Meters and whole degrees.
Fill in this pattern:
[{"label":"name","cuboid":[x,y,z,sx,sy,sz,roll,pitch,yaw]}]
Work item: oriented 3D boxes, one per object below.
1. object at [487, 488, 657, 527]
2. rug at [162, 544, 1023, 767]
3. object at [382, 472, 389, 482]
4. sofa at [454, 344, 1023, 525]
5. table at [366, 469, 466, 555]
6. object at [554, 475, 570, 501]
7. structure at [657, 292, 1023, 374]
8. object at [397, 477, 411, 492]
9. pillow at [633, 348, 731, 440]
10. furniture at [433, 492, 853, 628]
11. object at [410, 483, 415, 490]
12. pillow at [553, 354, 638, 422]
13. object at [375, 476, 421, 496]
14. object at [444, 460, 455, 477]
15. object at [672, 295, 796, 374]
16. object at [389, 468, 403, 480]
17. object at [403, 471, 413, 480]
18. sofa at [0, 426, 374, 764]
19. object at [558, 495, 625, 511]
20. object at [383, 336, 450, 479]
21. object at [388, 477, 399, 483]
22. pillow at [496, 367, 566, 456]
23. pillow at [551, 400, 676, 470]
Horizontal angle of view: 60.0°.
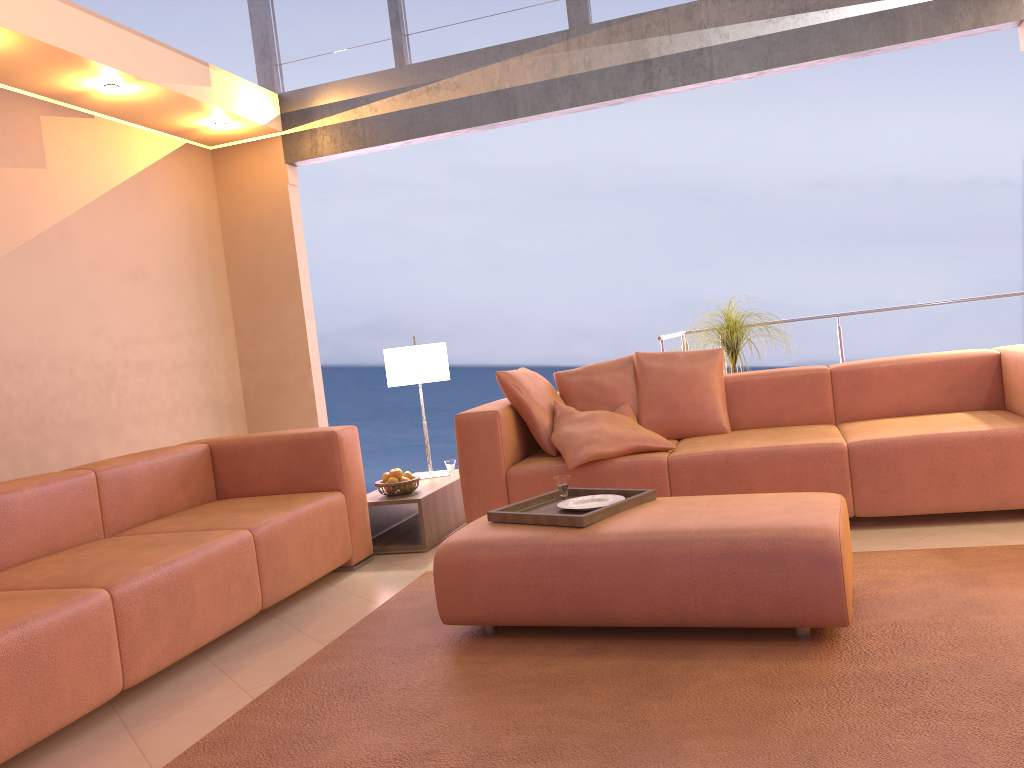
[{"label":"object","cuboid":[0.212,0.427,3.117,0.421,0.034,0.436,-5,3,42]},{"label":"rug","cuboid":[0.619,0.764,2.669,2.626,0.005,1.833,-6,3,17]},{"label":"object","cuboid":[-0.640,0.475,4.527,0.047,0.046,0.054,-7,2,3]},{"label":"sofa","cuboid":[1.181,0.292,4.273,2.781,0.672,0.943,-6,3,17]},{"label":"table","cuboid":[-0.492,0.673,4.787,0.412,0.268,0.918,-6,3,17]},{"label":"object","cuboid":[0.191,0.389,3.296,0.061,0.091,0.061,-7,2,1]},{"label":"structure","cuboid":[3.067,-0.283,5.497,4.176,0.541,1.663,-6,3,17]},{"label":"object","cuboid":[-0.545,0.508,4.490,0.074,0.076,0.072,-6,3,26]},{"label":"pillow","cuboid":[0.856,0.045,4.507,0.470,0.468,0.211,-6,2,12]},{"label":"furniture","cuboid":[0.449,0.571,2.985,1.291,0.301,0.685,-6,3,22]},{"label":"object","cuboid":[-0.518,0.518,4.544,0.046,0.046,0.055,-7,2,-6]},{"label":"pillow","cuboid":[0.483,0.083,4.623,0.492,0.446,0.255,-7,2,0]},{"label":"object","cuboid":[-0.581,0.524,4.531,0.235,0.071,0.235,-6,2,9]},{"label":"object","cuboid":[-0.338,0.469,4.901,0.061,0.091,0.061,-8,3,-33]},{"label":"object","cuboid":[1.337,0.020,5.298,0.703,1.088,0.729,-7,3,-15]},{"label":"object","cuboid":[-0.590,0.462,4.508,0.069,0.061,0.068,-8,3,-22]},{"label":"object","cuboid":[-0.531,0.473,4.533,0.045,0.053,0.051,-5,3,40]},{"label":"sofa","cuboid":[-1.518,0.663,3.134,0.943,0.672,2.781,-6,3,17]},{"label":"object","cuboid":[0.279,0.422,3.122,0.240,0.018,0.240,-8,3,-20]},{"label":"object","cuboid":[-0.510,0.125,5.055,0.344,0.799,0.344,-7,2,-5]},{"label":"object","cuboid":[-0.598,0.492,4.463,0.055,0.047,0.045,-7,2,-6]},{"label":"pillow","cuboid":[0.147,0.133,4.529,0.314,0.455,0.519,-6,2,13]},{"label":"pillow","cuboid":[0.429,0.205,4.242,0.517,0.292,0.514,-7,3,-14]}]
